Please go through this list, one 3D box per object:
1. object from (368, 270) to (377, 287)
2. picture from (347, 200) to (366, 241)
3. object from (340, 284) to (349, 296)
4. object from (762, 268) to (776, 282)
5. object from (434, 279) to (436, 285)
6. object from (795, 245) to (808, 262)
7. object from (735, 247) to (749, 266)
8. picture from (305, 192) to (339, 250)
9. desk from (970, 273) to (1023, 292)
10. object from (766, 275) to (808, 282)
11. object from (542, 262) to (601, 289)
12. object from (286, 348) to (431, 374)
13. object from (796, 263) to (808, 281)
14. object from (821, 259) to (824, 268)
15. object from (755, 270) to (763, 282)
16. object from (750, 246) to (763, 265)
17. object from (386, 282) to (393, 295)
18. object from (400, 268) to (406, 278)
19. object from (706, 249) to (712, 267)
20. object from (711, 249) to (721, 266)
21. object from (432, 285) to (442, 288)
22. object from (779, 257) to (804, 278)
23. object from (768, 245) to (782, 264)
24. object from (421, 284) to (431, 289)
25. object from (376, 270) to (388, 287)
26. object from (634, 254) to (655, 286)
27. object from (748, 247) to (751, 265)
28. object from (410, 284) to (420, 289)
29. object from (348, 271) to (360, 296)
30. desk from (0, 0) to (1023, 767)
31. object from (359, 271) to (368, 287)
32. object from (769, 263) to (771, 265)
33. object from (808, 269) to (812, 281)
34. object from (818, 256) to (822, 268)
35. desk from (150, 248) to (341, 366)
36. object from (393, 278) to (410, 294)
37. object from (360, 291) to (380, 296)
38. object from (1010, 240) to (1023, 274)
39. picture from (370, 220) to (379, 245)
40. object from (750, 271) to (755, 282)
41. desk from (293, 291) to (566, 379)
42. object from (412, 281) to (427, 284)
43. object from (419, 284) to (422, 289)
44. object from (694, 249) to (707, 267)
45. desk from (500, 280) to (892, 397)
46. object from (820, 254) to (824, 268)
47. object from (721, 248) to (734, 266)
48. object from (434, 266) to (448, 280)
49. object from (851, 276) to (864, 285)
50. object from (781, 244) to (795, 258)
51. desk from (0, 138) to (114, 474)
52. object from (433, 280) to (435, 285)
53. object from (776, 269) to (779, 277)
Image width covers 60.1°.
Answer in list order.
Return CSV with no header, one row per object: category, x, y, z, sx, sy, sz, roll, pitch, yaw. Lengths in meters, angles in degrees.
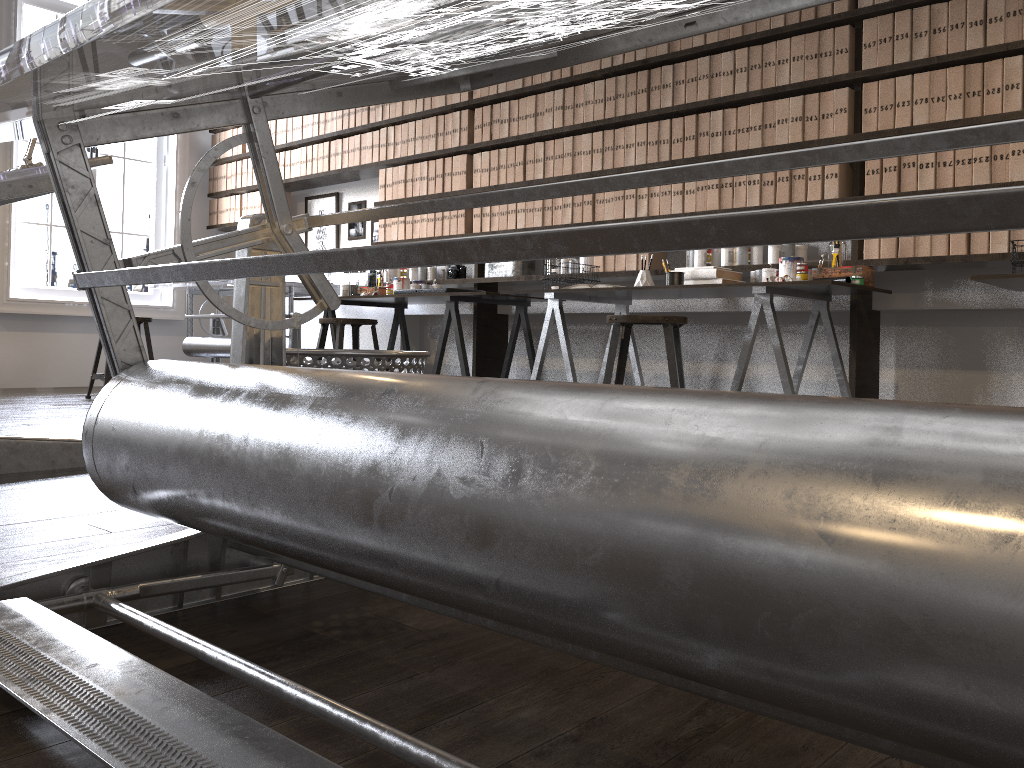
object,-0.924,-0.662,5.881,0.069,0.230,0.068,1,0,39
picture,-1.145,-1.209,6.558,0.201,0.284,0.022,2,0,41
object,-1.090,-0.600,5.800,0.068,0.104,0.068,1,1,-44
object,1.145,-0.466,3.948,0.062,0.094,0.062,1,0,2
object,-0.492,-0.592,5.568,0.029,0.133,0.004,1,-1,37
object,1.355,-0.601,4.154,0.062,0.096,0.062,1,0,-16
object,1.146,-0.640,4.335,0.094,0.162,0.205,1,1,43
picture,-1.465,-1.171,6.827,0.415,0.575,0.040,2,0,42
desk,2.372,0.001,2.662,1.670,0.669,0.655,3,2,42
object,1.155,-0.427,3.667,0.197,0.050,0.132,2,2,12
object,0.312,-0.543,4.639,0.204,0.161,0.284,2,2,42
object,-0.341,0.121,1.743,0.353,0.378,0.353,1,1,-27
object,1.242,-0.462,3.791,0.049,0.112,0.049,1,0,-45
object,1.326,-0.480,3.820,0.040,0.124,0.005,1,-1,38
object,1.133,-0.469,4.017,0.063,0.093,0.062,1,0,-7
object,1.178,-0.620,4.263,0.062,0.119,0.062,1,0,10
object,-0.771,-0.584,5.585,0.049,0.112,0.049,1,0,38
object,-0.731,-0.749,5.992,0.050,0.139,0.051,1,0,39
object,0.975,-0.632,4.430,0.045,0.128,0.044,1,0,42
object,1.042,-0.645,4.412,0.095,0.162,0.094,1,0,38
object,-0.467,-0.569,5.508,0.062,0.094,0.062,1,0,1
object,1.219,-0.480,3.865,0.104,0.142,0.105,1,1,-41
object,1.222,-0.603,4.119,0.062,0.096,0.062,1,0,-16
object,-0.534,-0.570,5.503,0.062,0.093,0.063,1,0,1
object,-0.716,-0.693,5.766,0.344,0.146,0.077,0,1,-26
object,0.672,-0.552,4.485,0.101,0.209,0.101,1,0,-3
object,1.146,-0.623,4.316,0.045,0.128,0.044,1,0,-31
object,-0.604,-0.572,5.507,0.062,0.094,0.062,1,0,-8
object,-1.028,-0.659,5.764,0.069,0.230,0.068,1,0,39
desk,0.287,-0.328,0.815,2.070,1.387,1.076,3,1,42
object,-0.980,-0.664,5.818,0.069,0.237,0.068,1,0,39
object,1.193,-0.490,4.066,0.004,0.133,0.029,2,-1,-44
object,1.304,-0.450,3.822,0.059,0.089,0.060,1,1,-44
object,1.311,-0.483,3.804,0.040,0.130,0.005,1,-1,40
desk,-1.780,-0.467,6.326,1.270,1.098,1.071,2,1,42
object,-0.695,-0.595,5.570,0.105,0.142,0.104,2,1,34
object,-0.884,-0.551,5.485,0.132,0.050,0.197,1,2,-19
object,1.998,-0.447,3.258,0.284,0.161,0.203,2,2,34
picture,-0.926,-1.094,6.357,0.251,0.183,0.023,3,1,42
object,1.131,-0.472,4.084,0.062,0.094,0.062,1,0,-7
desk,-0.544,-0.175,5.260,1.670,0.669,0.655,3,2,42
object,-0.588,-0.589,5.618,0.094,0.128,0.095,1,1,-44
object,-0.562,-0.573,5.553,0.045,0.101,0.044,1,0,41
object,0.933,-0.630,4.383,0.062,0.119,0.062,1,0,2
desk,0.774,-0.096,4.086,1.670,0.669,0.655,3,2,42
object,1.321,-0.482,3.802,0.033,0.148,0.005,1,-1,41
object,1.044,-0.624,4.290,0.062,0.119,0.062,1,0,10
object,-0.427,-0.708,5.700,0.107,0.161,0.236,1,2,7
object,1.393,-0.415,3.569,0.049,0.037,0.049,0,2,-45
object,1.288,-0.601,4.132,0.062,0.095,0.063,1,0,-16
desk,-2.216,-0.479,3.045,2.282,1.387,1.076,3,1,42
object,-0.502,-0.593,5.569,0.036,0.118,0.005,1,-1,36
object,1.187,-0.467,3.995,0.045,0.101,0.044,1,0,42
